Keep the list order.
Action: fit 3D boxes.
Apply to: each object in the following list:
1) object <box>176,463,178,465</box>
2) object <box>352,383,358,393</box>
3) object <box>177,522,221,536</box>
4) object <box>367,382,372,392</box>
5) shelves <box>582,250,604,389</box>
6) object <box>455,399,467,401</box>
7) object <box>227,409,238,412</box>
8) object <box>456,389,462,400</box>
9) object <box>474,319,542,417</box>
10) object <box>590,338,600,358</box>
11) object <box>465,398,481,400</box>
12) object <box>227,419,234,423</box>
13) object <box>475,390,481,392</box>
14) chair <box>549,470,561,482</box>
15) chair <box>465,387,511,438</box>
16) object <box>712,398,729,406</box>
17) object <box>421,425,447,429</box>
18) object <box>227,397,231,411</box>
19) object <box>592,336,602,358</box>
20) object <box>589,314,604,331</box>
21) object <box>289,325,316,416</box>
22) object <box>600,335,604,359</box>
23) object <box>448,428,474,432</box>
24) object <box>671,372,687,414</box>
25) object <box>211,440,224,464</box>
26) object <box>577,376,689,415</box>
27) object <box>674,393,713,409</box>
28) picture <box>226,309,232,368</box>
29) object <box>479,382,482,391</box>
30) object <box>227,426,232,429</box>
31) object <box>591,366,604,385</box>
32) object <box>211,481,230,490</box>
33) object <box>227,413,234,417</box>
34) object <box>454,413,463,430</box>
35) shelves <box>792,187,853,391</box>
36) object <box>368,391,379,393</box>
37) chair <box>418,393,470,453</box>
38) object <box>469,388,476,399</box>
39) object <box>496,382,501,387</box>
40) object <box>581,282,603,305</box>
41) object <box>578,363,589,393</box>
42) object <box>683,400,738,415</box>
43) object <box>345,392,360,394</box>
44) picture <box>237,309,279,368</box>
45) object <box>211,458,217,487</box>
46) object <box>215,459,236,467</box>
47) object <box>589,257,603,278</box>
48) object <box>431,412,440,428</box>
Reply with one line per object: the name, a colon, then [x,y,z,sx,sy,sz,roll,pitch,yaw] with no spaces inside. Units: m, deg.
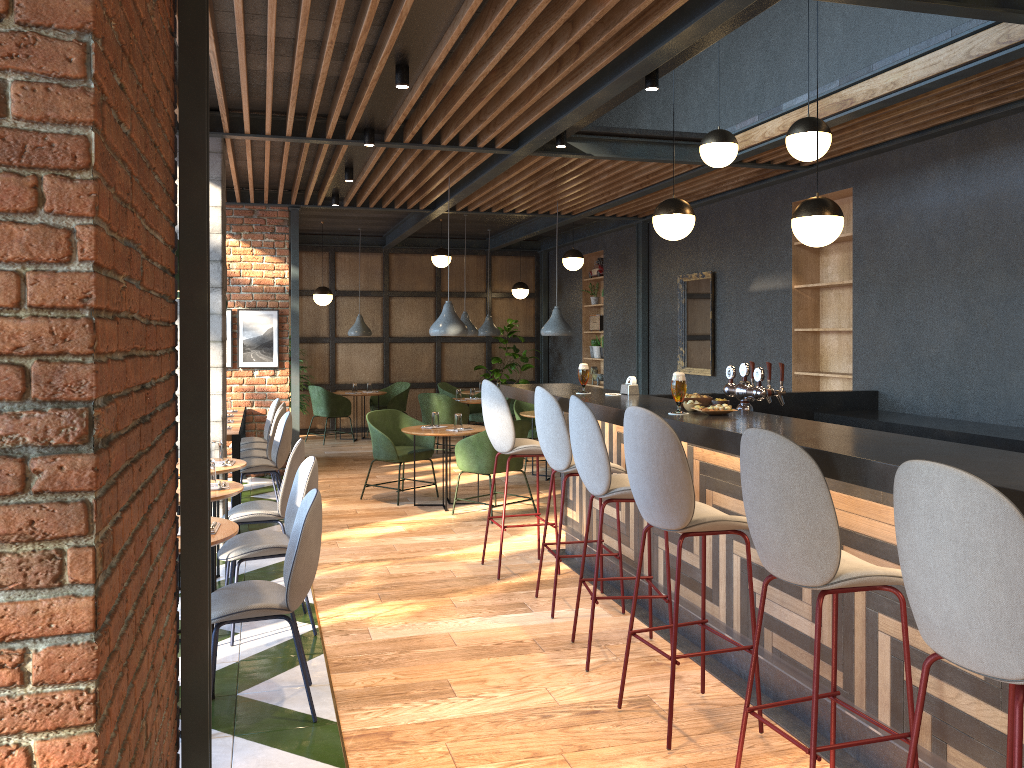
object: [-2.098,0.481,5.319,0.157,0.019,0.243,-1,3,-11]
object: [-2.288,0.060,12.888,0.080,0.138,0.080,-1,1,-37]
object: [-1.256,0.577,3.538,0.157,0.019,0.243,-1,3,-12]
object: [-2.114,0.047,13.118,0.080,0.138,0.080,-1,1,-37]
shelves: [1.285,-0.517,12.652,0.284,2.705,0.836,0,1,-16]
object: [-0.712,0.205,11.403,0.243,0.019,0.157,2,4,39]
object: [-2.839,0.267,8.904,0.157,0.019,0.243,-1,3,-15]
object: [-0.689,0.138,11.413,0.080,0.138,0.080,0,1,22]
object: [-0.054,-0.135,13.926,1.057,1.794,0.722,0,1,-5]
object: [1.210,-0.527,12.870,0.173,0.295,0.190,-1,2,-42]
object: [-0.488,0.191,11.651,0.243,0.019,0.157,2,4,39]
object: [-2.539,0.325,7.828,0.157,0.019,0.243,-1,3,-15]
object: [-0.473,0.103,13.252,0.157,0.019,0.243,2,4,29]
chair: [0.718,0.619,9.035,0.638,0.818,0.515,-1,1,-21]
chair: [-0.302,0.460,11.980,0.638,0.818,0.515,1,2,34]
object: [0.945,0.094,4.037,0.078,0.060,0.108,0,3,-8]
object: [-0.699,0.387,8.082,0.157,0.019,0.243,3,4,43]
object: [-2.867,0.200,8.918,0.080,0.138,0.080,-1,1,-42]
object: [1.233,-0.532,12.654,0.213,0.329,0.233,0,1,-10]
object: [1.268,-0.873,12.691,0.199,0.241,0.341,-1,2,-21]
object: [-3.368,-0.041,12.963,0.914,1.722,0.979,1,1,40]
object: [1.300,-0.530,12.424,0.143,0.350,0.143,0,1,1]
object: [-0.469,0.400,7.839,0.157,0.019,0.243,3,4,43]
object: [0.734,0.037,3.898,0.070,0.182,0.070,0,1,5]
object: [-1.793,0.411,5.377,0.080,0.138,0.080,1,1,42]
object: [0.693,0.040,4.616,0.322,0.106,1.511,-1,3,-12]
object: [0.853,0.079,4.183,0.168,0.072,0.168,0,3,4]
picture: [-3.192,-0.481,9.397,0.430,0.631,0.015,0,0,-16]
object: [-0.459,0.038,13.229,0.080,0.138,0.080,-1,1,-38]
object: [-2.381,0.356,7.264,0.157,0.019,0.243,-1,3,-15]
object: [1.237,-0.117,12.689,0.150,0.257,0.522,0,3,-16]
object: [-1.533,0.522,4.548,0.157,0.019,0.243,-1,3,-19]
object: [-2.709,0.296,8.370,0.157,0.019,0.243,-1,3,-15]
object: [-0.478,0.332,7.863,0.080,0.138,0.080,-1,1,-34]
shelves: [2.739,-0.238,7.507,0.284,2.705,0.836,0,1,-16]
object: [-2.083,0.113,13.123,0.243,0.019,0.157,3,4,40]
chair: [-0.865,0.508,11.116,0.638,0.818,0.515,1,1,29]
object: [-0.519,0.125,11.646,0.080,0.138,0.080,0,1,22]
object: [-0.200,0.045,13.103,0.080,0.138,0.080,0,1,-8]
object: [1.208,-1.302,12.703,0.174,0.329,0.537,-1,2,-36]
object: [0.427,-0.036,5.283,0.070,0.178,0.070,0,1,-12]
object: [0.870,0.104,3.920,0.164,0.052,0.292,0,3,-7]
object: [-2.312,0.127,12.879,0.243,0.019,0.157,3,4,40]
picture: [-2.730,-0.489,9.527,0.430,0.631,0.015,0,0,-16]
object: [-1.563,0.455,4.560,0.080,0.138,0.080,0,1,24]
object: [-1.766,0.478,5.361,0.157,0.019,0.243,-1,3,-11]
object: [1.261,-1.656,12.636,0.204,0.285,0.517,0,2,-16]
object: [-0.697,0.322,8.050,0.080,0.138,0.080,-1,1,-34]
